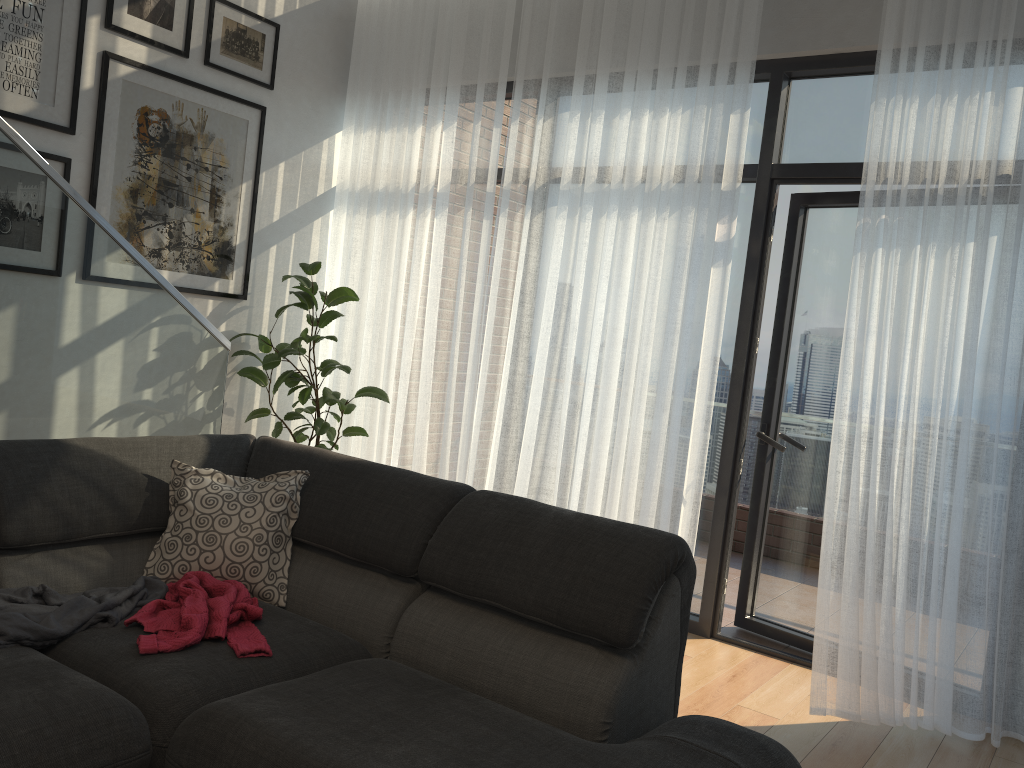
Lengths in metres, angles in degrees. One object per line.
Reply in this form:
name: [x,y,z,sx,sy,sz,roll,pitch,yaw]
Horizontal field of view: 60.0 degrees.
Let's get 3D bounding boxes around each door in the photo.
door: [1.532,0.193,3.615,0.206,1.976,1.118,4,4,-45]

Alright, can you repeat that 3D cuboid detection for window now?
window: [1.017,-0.132,3.853,4.808,2.501,0.119,9,4,35]

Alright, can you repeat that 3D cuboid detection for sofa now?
sofa: [-0.991,0.519,1.380,2.108,0.995,3.169,9,4,35]

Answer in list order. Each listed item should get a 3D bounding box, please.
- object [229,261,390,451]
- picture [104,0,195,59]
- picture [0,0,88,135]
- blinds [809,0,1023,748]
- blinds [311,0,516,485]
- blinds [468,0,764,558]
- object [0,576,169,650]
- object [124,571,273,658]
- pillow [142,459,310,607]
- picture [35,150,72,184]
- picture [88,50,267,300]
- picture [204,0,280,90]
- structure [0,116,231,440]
object: [-1.094,0.101,4.582,0.774,1.463,0.528,5,4,-35]
picture: [-1.603,-1.774,3.965,0.025,0.504,0.410,9,4,35]
picture: [-1.984,-1.552,3.465,0.025,0.990,0.654,9,4,35]
blinds: [1.782,-1.565,2.994,0.858,5.579,0.589,7,3,12]
blinds: [-0.385,-1.902,4.579,1.223,5.581,0.218,9,3,32]
blinds: [0.510,-1.765,3.983,1.374,5.581,0.218,9,3,33]
object: [-1.177,0.546,1.986,0.411,0.118,0.905,7,3,11]
object: [-0.788,0.553,2.216,0.323,0.077,0.536,6,3,-21]
pillow: [-1.534,0.382,1.633,0.386,0.364,2.734,9,4,38]
picture: [-2.019,-0.712,3.607,0.025,0.504,0.410,9,4,35]
picture: [-1.566,-0.934,4.198,0.025,0.990,0.871,9,4,35]
picture: [-1.328,-1.678,4.379,0.025,0.333,0.410,9,4,35]
structure: [-3.056,-0.725,1.155,1.289,3.460,5.660,9,4,35]
